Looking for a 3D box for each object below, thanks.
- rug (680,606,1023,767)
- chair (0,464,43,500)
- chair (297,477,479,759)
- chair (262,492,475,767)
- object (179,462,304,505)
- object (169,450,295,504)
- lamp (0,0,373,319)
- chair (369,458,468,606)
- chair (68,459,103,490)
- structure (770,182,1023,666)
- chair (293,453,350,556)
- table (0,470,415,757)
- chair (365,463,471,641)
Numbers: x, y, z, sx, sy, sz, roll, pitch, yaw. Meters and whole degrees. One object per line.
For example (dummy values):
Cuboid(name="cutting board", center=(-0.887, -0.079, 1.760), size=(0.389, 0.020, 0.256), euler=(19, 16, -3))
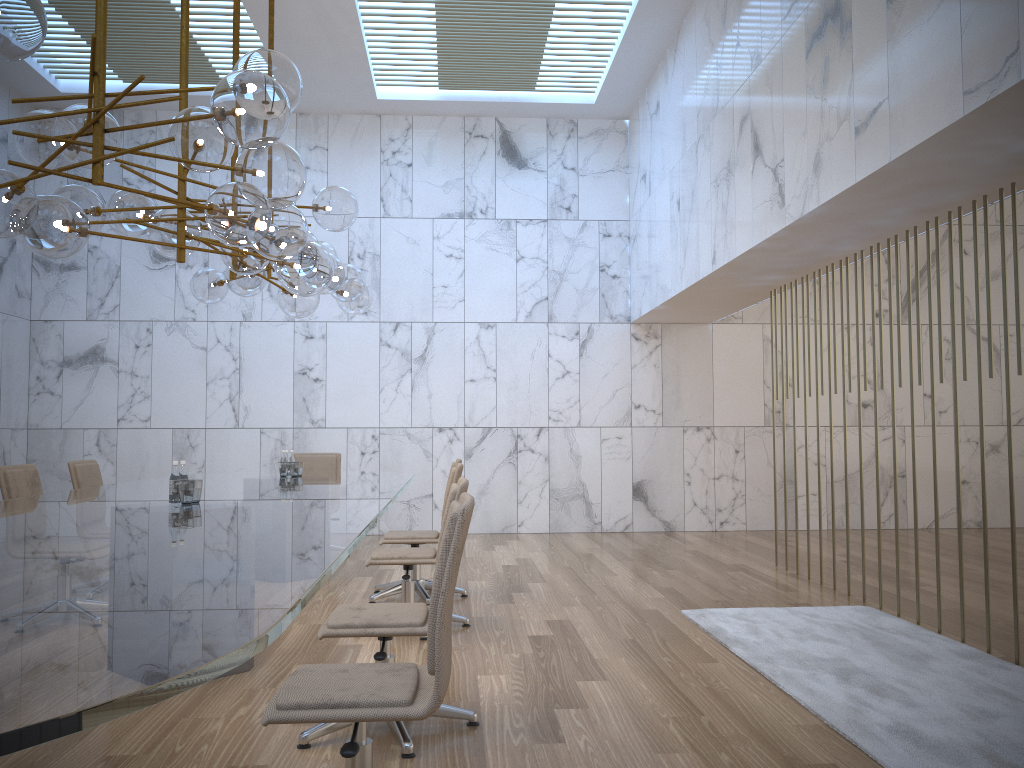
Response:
Cuboid(name="rug", center=(1.877, 1.415, 4.445), size=(1.320, 0.034, 3.025), euler=(0, -3, -4))
Cuboid(name="chair", center=(-2.856, 1.011, 5.600), size=(0.697, 1.000, 0.726), euler=(0, -3, -4))
Cuboid(name="chair", center=(-0.482, 0.893, 3.618), size=(0.697, 1.000, 0.726), euler=(0, -3, -4))
Cuboid(name="chair", center=(-0.416, 0.838, 2.622), size=(0.697, 1.000, 0.726), euler=(0, -3, -4))
Cuboid(name="object", center=(-1.652, 0.564, 4.816), size=(0.183, 0.117, 5.112), euler=(0, -3, -4))
Cuboid(name="object", center=(-1.702, 0.516, 4.828), size=(0.124, 0.213, 5.189), euler=(0, -3, -4))
Cuboid(name="lamp", center=(-1.669, -1.792, 4.516), size=(1.557, 2.716, 5.672), euler=(0, -3, -4))
Cuboid(name="chair", center=(-0.670, 1.050, 6.451), size=(0.697, 1.000, 0.726), euler=(0, -3, -4))
Cuboid(name="chair", center=(-2.922, 1.067, 6.597), size=(0.697, 1.000, 0.726), euler=(0, -3, -4))
Cuboid(name="structure", center=(2.577, 0.190, 4.326), size=(0.023, 2.456, 7.223), euler=(0, -3, -4))
Cuboid(name="chair", center=(-1.934, 1.169, 8.525), size=(0.726, 1.000, 0.697), euler=(0, -3, -3))
Cuboid(name="table", center=(-1.664, 1.022, 4.480), size=(2.092, 0.835, 7.924), euler=(0, -3, -4))
Cuboid(name="chair", center=(-0.605, 0.995, 5.461), size=(0.697, 1.000, 0.726), euler=(0, -3, -4))
